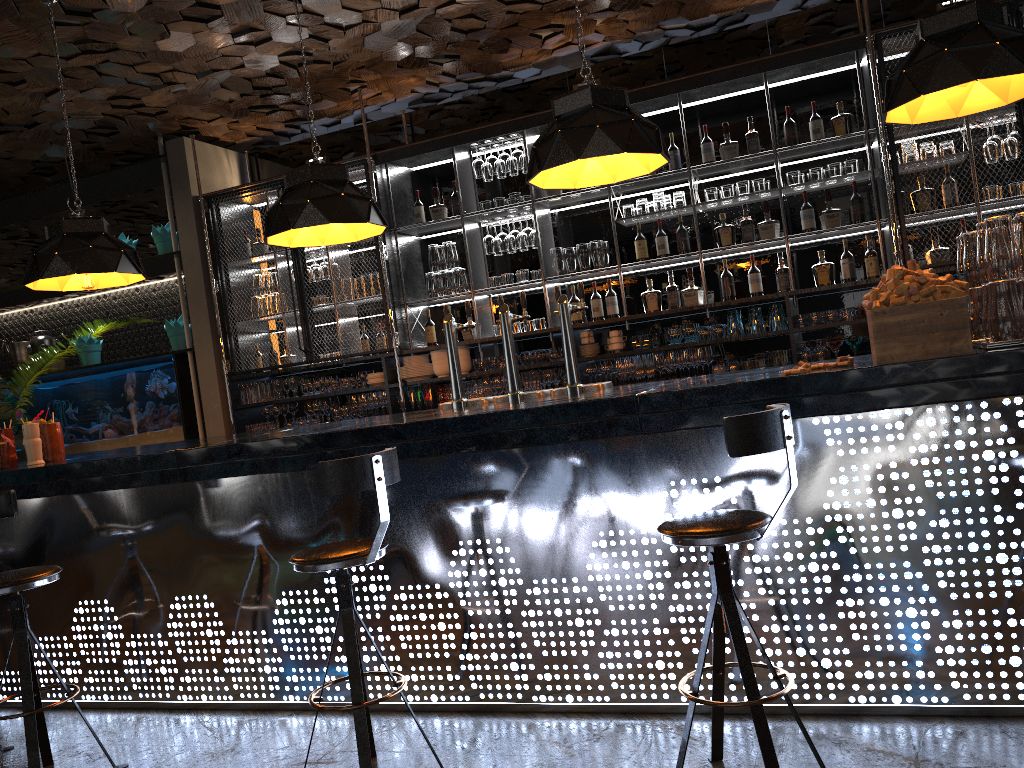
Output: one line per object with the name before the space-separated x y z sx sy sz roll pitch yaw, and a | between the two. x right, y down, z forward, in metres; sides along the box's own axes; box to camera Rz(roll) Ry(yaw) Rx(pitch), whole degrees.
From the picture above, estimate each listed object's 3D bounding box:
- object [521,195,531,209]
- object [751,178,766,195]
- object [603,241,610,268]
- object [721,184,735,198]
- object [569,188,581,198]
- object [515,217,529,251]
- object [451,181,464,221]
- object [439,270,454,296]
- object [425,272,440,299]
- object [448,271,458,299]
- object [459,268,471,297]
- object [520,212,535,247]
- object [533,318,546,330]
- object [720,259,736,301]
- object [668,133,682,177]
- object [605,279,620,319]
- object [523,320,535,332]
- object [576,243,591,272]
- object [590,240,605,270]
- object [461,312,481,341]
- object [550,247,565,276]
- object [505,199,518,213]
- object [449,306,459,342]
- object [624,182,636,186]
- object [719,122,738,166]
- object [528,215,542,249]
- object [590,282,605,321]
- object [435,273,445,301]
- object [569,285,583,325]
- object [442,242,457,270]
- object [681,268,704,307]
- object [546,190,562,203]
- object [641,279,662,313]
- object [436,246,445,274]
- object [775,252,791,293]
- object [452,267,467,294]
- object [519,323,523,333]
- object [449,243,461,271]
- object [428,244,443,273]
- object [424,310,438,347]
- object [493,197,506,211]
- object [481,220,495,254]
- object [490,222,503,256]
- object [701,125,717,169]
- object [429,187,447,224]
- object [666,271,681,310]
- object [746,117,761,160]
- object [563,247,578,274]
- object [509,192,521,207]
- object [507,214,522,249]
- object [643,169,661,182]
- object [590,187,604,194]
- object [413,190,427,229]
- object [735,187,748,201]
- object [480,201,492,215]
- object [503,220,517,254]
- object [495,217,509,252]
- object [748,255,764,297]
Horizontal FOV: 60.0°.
object | 0.118 -1.370 6.692 0.089 0.092 0.089 -8 1 -11
object | 1.661 -1.325 5.962 0.089 0.092 0.089 -8 1 -25
object | 0.665 -0.927 6.453 0.105 0.209 0.105 -8 1 -24
object | 1.468 -1.300 6.025 0.089 0.092 0.089 -8 1 -16
object | 0.445 -1.501 6.445 0.083 0.282 0.083 -8 1 6
object | 0.075 -1.129 6.685 0.092 0.244 0.092 -8 1 -19
object | -0.422 -1.402 6.777 0.086 0.299 0.086 -8 1 -21
object | -0.510 -0.771 6.837 0.105 0.209 0.105 -8 1 -24
object | -0.621 -0.756 6.878 0.105 0.209 0.105 -8 1 -24
object | -0.479 -0.776 6.942 0.105 0.209 0.105 -8 1 -24
object | -0.381 -0.789 6.893 0.105 0.209 0.105 -8 1 -24
object | 0.114 -1.132 6.494 0.092 0.244 0.092 -8 1 -19
object | 0.207 -0.437 6.558 0.089 0.092 0.089 -7 1 31
object | 1.477 -0.709 6.086 0.086 0.297 0.086 -8 1 -36
object | 1.132 -1.605 6.198 0.086 0.298 0.086 -8 1 -21
object | 0.720 -0.610 6.408 0.086 0.298 0.086 -8 1 -21
object | 0.131 -0.428 6.655 0.089 0.092 0.089 -7 1 31
object | 0.524 -0.907 6.416 0.105 0.209 0.105 -8 1 -24
object | 0.616 -0.919 6.356 0.105 0.209 0.105 -8 1 -24
object | -0.319 -0.462 6.780 0.123 0.279 0.123 -7 1 34
object | 0.337 -0.882 6.458 0.105 0.209 0.105 -8 1 -24
object | -0.002 -1.354 6.726 0.089 0.092 0.089 -7 1 31
object | -0.470 -0.453 6.825 0.086 0.297 0.086 -8 1 -36
object | 0.820 -1.557 6.303 0.083 0.282 0.083 -8 1 6
object | 1.472 -1.640 6.041 0.123 0.279 0.123 -8 1 10
object | 0.172 -1.141 6.648 0.092 0.244 0.092 -8 1 -19
object | 0.618 -0.597 6.472 0.086 0.298 0.086 -8 1 -21
object | -0.590 -0.762 6.992 0.105 0.209 0.105 -8 1 -24
object | 0.464 -0.575 6.504 0.086 0.299 0.086 -8 1 -21
object | -0.485 -0.985 6.822 0.105 0.209 0.105 -8 1 -24
object | 1.256 -0.669 6.183 0.123 0.279 0.123 -7 1 34
object | 0.300 -1.479 6.502 0.123 0.279 0.123 -8 1 9
object | 0.991 -0.619 6.298 0.151 0.248 0.094 -8 1 10
object | -0.562 -0.976 6.961 0.105 0.209 0.105 -8 1 -24
object | 1.824 -0.747 5.981 0.083 0.282 0.083 -8 1 6
object | -0.408 -0.784 6.785 0.105 0.209 0.105 -8 1 -24
object | 0.039 -0.417 6.780 0.089 0.092 0.089 -8 1 -8
object | -0.457 -0.990 6.909 0.105 0.209 0.105 -8 1 -24
object | -0.596 -0.970 6.854 0.105 0.209 0.105 -8 1 -24
object | -0.636 -0.430 6.921 0.086 0.299 0.086 -8 1 -21
object | -0.090 -1.341 6.629 0.089 0.092 0.089 -8 1 -11
object | -0.176 -1.093 6.604 0.092 0.244 0.092 -8 1 -19
object | -0.119 -1.103 6.758 0.092 0.244 0.092 -8 1 -19
object | 1.347 -1.635 6.110 0.086 0.298 0.086 -8 1 -21
object | -0.571 -1.371 6.816 0.123 0.279 0.123 -8 1 9
object | 1.132 -0.656 6.244 0.083 0.282 0.083 -7 1 21
object | 1.626 -1.663 5.997 0.083 0.282 0.083 -7 1 21
object | 0.436 -0.897 6.544 0.105 0.209 0.105 -8 1 -24
object | 0.026 -1.355 6.531 0.089 0.092 0.089 -8 1 -11
object | 0.018 -1.119 6.531 0.092 0.244 0.092 -8 1 -19
object | 0.971 -1.559 6.246 0.151 0.248 0.094 -7 1 24
object | 0.599 -1.521 6.387 0.083 0.282 0.083 -7 1 36
object | -0.722 -1.363 6.921 0.086 0.298 0.086 -8 1 -21
object | 1.587 -1.317 6.108 0.089 0.092 0.089 -8 1 20
object | -0.194 -1.327 6.693 0.089 0.092 0.089 -8 1 -11
object | -0.016 -1.117 6.720 0.092 0.244 0.092 -8 1 -19
object | -0.074 -1.107 6.565 0.092 0.244 0.092 -8 1 -19
object | 1.656 -0.733 6.053 0.086 0.298 0.086 -8 1 -21
